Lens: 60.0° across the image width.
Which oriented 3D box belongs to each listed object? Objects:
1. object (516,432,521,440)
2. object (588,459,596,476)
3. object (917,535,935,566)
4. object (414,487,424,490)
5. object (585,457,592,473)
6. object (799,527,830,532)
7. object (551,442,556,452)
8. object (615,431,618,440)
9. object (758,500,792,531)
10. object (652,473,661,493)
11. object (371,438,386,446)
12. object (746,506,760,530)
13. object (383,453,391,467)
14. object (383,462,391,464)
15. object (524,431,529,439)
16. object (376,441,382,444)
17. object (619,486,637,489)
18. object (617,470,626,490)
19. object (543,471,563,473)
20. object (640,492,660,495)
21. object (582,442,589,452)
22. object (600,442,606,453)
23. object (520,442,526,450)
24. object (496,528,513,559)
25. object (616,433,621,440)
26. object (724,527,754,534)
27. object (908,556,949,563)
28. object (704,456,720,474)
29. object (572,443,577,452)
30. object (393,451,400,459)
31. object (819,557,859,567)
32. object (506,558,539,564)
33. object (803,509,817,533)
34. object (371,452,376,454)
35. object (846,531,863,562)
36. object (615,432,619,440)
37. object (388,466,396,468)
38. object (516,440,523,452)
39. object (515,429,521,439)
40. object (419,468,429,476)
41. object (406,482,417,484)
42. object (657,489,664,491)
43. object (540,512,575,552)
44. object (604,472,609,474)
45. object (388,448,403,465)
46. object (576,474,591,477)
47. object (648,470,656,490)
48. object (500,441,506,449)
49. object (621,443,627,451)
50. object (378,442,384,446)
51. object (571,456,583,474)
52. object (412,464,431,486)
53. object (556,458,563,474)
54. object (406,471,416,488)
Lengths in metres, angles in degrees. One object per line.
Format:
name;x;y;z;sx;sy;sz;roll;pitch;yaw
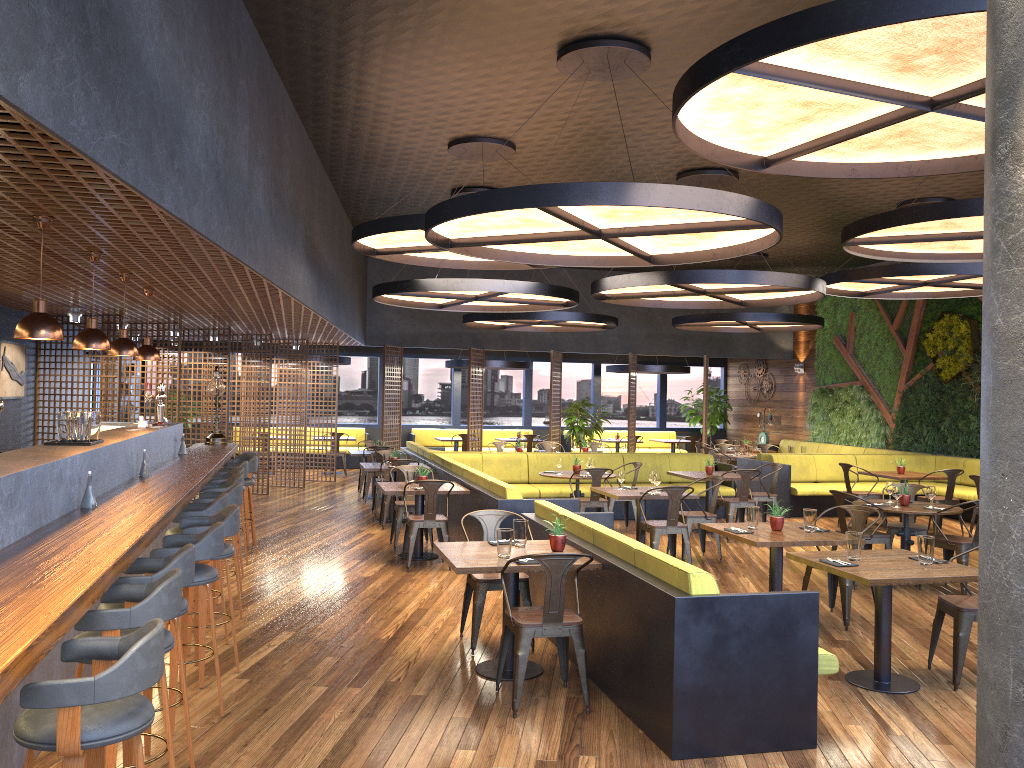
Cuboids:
object;0.147;1.159;19.915;0.102;0.178;0.102;2;-1;-28
object;1.022;1.069;11.348;0.097;0.206;0.097;1;-1;11
object;2.599;1.048;5.569;0.102;0.178;0.102;2;-1;-38
object;-0.945;1.096;9.320;0.255;0.019;0.157;1;-1;-14
object;1.013;1.074;11.733;0.097;0.206;0.097;1;-1;25
object;2.390;1.139;6.966;0.157;0.019;0.255;1;-1;-14
object;0.726;1.110;15.495;0.097;0.206;0.097;1;-1;32
object;2.454;1.169;20.654;0.238;0.271;0.260;1;-1;8
object;2.058;1.005;6.916;0.238;0.271;0.260;1;-1;25
object;1.546;1.059;9.468;0.097;0.206;0.097;1;-1;-22
object;-2.250;1.006;14.884;0.260;0.271;0.238;1;-1;-12
object;1.880;1.048;6.928;0.102;0.178;0.102;1;-1;42
object;-1.703;1.032;12.064;0.102;0.178;0.102;2;-1;-28
object;-1.707;1.117;12.571;0.255;0.019;0.157;1;-1;-14
object;0.322;1.164;20.057;0.102;0.178;0.102;2;-1;-28
object;-2.262;1.054;15.060;0.102;0.178;0.102;1;-1;2
object;1.301;1.152;9.873;0.157;0.019;0.255;1;-1;-13
object;1.201;1.055;9.732;0.097;0.206;0.097;1;-1;-22
object;0.547;1.157;11.638;0.255;0.019;0.157;1;-1;19
object;1.442;1.149;9.325;0.157;0.019;0.255;1;-1;-13
object;1.274;1.086;15.502;0.238;0.271;0.260;1;-1;8
object;1.608;1.131;15.711;0.097;0.206;0.097;1;-1;32
object;0.188;1.093;15.014;0.097;0.206;0.097;1;-1;32
object;-0.047;0.992;5.507;0.102;0.178;0.102;1;-1;22
object;2.459;1.213;20.478;0.102;0.178;0.102;2;-1;-28
object;1.737;1.124;6.840;0.157;0.019;0.255;1;-1;-14
object;2.697;1.131;5.711;0.157;0.019;0.255;1;-1;-14
object;2.656;1.074;11.884;0.260;0.271;0.238;1;-1;21
object;1.071;1.114;15.230;0.097;0.206;0.097;1;-1;32
object;-1.618;1.038;12.430;0.102;0.178;0.102;2;-1;-28
object;2.044;1.116;5.585;0.157;0.019;0.255;1;-1;-14
object;0.094;1.074;5.406;0.255;0.019;0.157;1;-1;-14
object;2.292;1.056;6.824;0.102;0.178;0.102;1;-1;-8
object;-2.231;1.129;14.573;0.255;0.019;0.157;1;-1;-14
object;2.187;1.040;5.673;0.102;0.178;0.102;2;-1;-38
object;2.469;1.218;20.837;0.102;0.178;0.102;2;-1;-28
object;-1.587;1.113;11.943;0.255;0.019;0.157;1;-1;-14
object;0.133;1.059;15.223;0.238;0.271;0.260;1;-1;8
object;0.164;1.115;20.099;0.238;0.271;0.260;1;-1;8
object;-0.976;1.021;9.807;0.102;0.178;0.102;2;-1;-28
object;-1.065;1.101;9.948;0.255;0.019;0.157;1;-1;-14
object;1.690;1.159;9.707;0.255;0.019;0.157;1;-1;-13
object;0.307;0.956;5.801;0.238;0.271;0.260;1;-1;-9
object;1.149;1.169;11.625;0.255;0.019;0.157;1;-1;-11
object;-1.614;0.990;12.284;0.260;0.271;0.238;1;-1;-12
object;0.904;1.159;11.218;0.157;0.019;0.255;1;-1;-7
object;1.550;1.063;9.810;0.097;0.206;0.097;1;-1;-13
object;-0.156;1.089;15.279;0.097;0.206;0.097;1;-1;32
object;1.953;1.135;15.446;0.097;0.206;0.097;1;-1;32
object;-2.176;1.052;14.750;0.102;0.178;0.102;1;-1;-8
object;0.839;1.033;11.584;0.238;0.271;0.260;1;-1;8
object;-0.978;0.973;9.636;0.238;0.271;0.260;1;-1;8
object;0.616;1.062;11.478;0.097;0.206;0.097;1;-1;28
object;-1.075;1.015;9.433;0.102;0.178;0.102;1;-1;22
